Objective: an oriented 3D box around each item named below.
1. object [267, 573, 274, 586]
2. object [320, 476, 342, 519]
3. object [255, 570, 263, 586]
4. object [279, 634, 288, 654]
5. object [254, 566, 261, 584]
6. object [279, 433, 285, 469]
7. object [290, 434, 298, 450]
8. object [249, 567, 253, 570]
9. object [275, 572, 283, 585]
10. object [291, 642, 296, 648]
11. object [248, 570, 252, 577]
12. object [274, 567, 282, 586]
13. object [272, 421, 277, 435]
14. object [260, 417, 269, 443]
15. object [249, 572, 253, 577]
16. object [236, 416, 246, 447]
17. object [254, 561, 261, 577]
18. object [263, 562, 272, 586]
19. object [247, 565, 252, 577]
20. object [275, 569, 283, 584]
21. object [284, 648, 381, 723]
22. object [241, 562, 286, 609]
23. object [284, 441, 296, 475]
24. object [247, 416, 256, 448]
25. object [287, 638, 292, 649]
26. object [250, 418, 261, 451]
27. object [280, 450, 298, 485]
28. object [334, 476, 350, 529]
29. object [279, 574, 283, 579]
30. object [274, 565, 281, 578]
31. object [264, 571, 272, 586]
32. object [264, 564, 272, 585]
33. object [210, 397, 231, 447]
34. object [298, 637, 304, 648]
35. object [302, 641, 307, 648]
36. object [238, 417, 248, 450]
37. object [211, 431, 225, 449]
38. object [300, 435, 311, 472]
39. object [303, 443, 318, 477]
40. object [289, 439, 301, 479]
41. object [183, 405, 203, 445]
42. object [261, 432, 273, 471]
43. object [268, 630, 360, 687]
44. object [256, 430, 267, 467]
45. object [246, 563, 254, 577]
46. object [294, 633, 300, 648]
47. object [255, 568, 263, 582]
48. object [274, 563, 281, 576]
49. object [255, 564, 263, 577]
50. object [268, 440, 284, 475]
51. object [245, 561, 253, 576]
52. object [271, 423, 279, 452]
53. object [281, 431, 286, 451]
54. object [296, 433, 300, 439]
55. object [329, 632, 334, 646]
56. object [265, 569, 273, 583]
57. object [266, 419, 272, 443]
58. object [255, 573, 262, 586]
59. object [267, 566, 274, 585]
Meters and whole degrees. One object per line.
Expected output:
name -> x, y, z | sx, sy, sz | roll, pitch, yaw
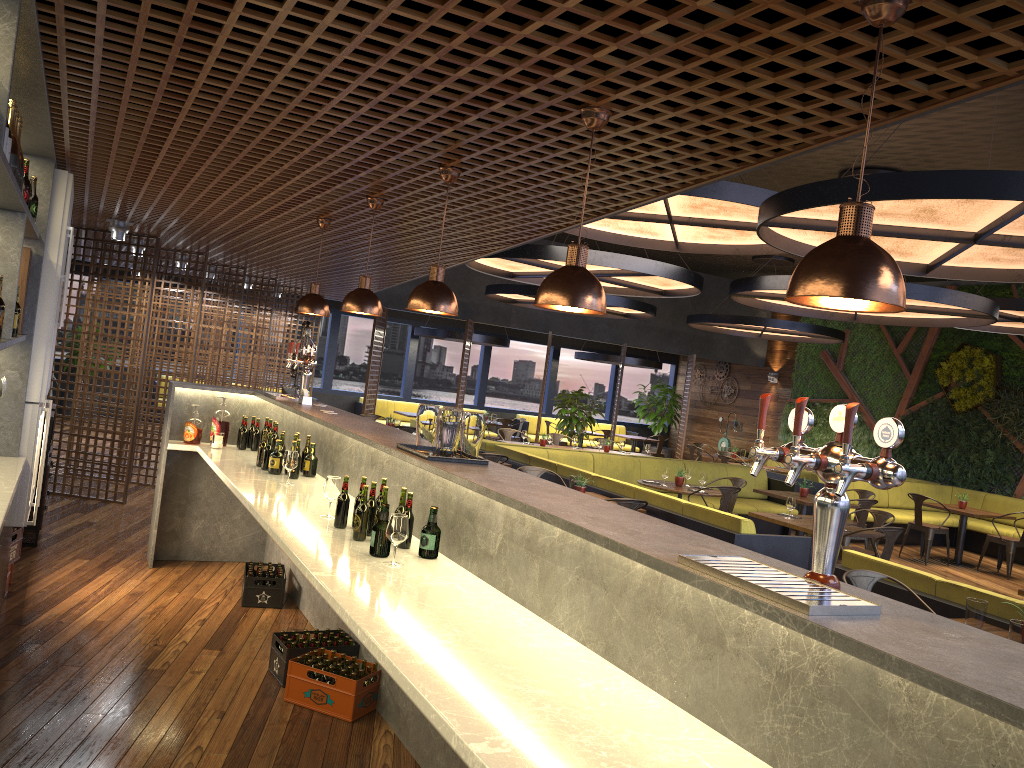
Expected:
object -> -1.659, 1.401, 6.075 | 0.056, 0.205, 0.056 | 7, 1, -19
object -> -0.927, 0.580, 4.557 | 0.097, 0.206, 0.097 | 8, 1, 23
object -> -1.746, 1.389, 6.116 | 0.057, 0.205, 0.056 | 7, 1, -44
object -> -1.245, 1.467, 4.832 | 0.056, 0.205, 0.056 | 7, 1, -29
object -> -1.788, 1.383, 6.242 | 0.057, 0.205, 0.056 | 8, 1, 36
object -> -1.568, 0.459, 5.989 | 0.063, 0.254, 0.063 | 7, 1, 1
object -> -1.487, 0.469, 6.039 | 0.063, 0.254, 0.063 | 7, 1, -24
object -> -1.827, 1.378, 6.159 | 0.056, 0.205, 0.056 | 8, 1, 11
object -> -1.615, 1.406, 6.155 | 0.056, 0.205, 0.057 | 8, 1, 21
object -> -1.174, 1.477, 4.719 | 0.056, 0.205, 0.056 | 8, 1, 31
object -> -1.811, 1.381, 6.098 | 0.056, 0.205, 0.056 | 8, 1, 26
object -> -1.653, 1.400, 6.278 | 0.057, 0.205, 0.056 | 7, 1, -44
object -> -1.847, 0.414, 6.858 | 0.063, 0.254, 0.063 | 7, 1, 1
object -> -1.976, 0.395, 7.107 | 0.063, 0.254, 0.063 | 8, 1, 36
object -> -1.788, 1.384, 6.036 | 0.056, 0.205, 0.056 | 7, 1, -14
object -> -2.128, 0.376, 7.000 | 0.063, 0.254, 0.063 | 7, 1, -34
object -> -1.824, 1.377, 6.368 | 0.057, 0.205, 0.056 | 8, 1, 21
object -> -1.756, 1.385, 6.389 | 0.056, 0.205, 0.056 | 7, 1, -14
object -> -1.848, 1.375, 6.222 | 0.056, 0.205, 0.056 | 8, 1, 36
object -> -1.632, 1.403, 6.217 | 0.056, 0.205, 0.057 | 7, 1, -4
object -> -0.905, 1.534, 4.541 | 0.416, 0.206, 0.277 | 8, 1, 23
object -> -1.743, 1.409, 6.222 | 0.277, 0.206, 0.416 | 7, 1, -17
object -> -1.452, 0.490, 5.880 | 0.088, 0.224, 0.088 | 8, 1, 3
object -> -2.070, 0.383, 7.062 | 0.063, 0.254, 0.063 | 8, 1, 16
object -> -1.207, 1.473, 4.771 | 0.056, 0.205, 0.057 | 8, 1, 6
object -> -1.992, 0.394, 6.912 | 0.063, 0.254, 0.063 | 7, 1, -34
object -> -1.370, 0.513, 5.458 | 0.097, 0.206, 0.097 | 8, 1, 5
object -> -0.820, 0.573, 4.312 | 0.063, 0.254, 0.063 | 7, 1, -29
object -> -1.599, 1.409, 6.090 | 0.057, 0.205, 0.056 | 7, 1, -44
object -> -1.678, 1.396, 6.344 | 0.057, 0.205, 0.056 | 8, 1, 36
object -> -1.684, 1.397, 6.136 | 0.056, 0.205, 0.056 | 7, 1, -44
object -> -1.735, 1.389, 6.326 | 0.056, 0.205, 0.056 | 7, 1, -34
object -> -2.261, 0.292, 6.900 | 0.133, 0.385, 0.133 | 8, 1, 13
object -> -1.153, 1.480, 4.812 | 0.056, 0.205, 0.057 | 7, 1, -19
object -> -1.122, 1.484, 4.757 | 0.056, 0.205, 0.056 | 7, 1, -44
object -> -2.079, 0.383, 6.880 | 0.063, 0.254, 0.063 | 7, 1, -39
object -> -2.243, 0.429, 6.760 | 0.088, 0.123, 0.088 | 7, 1, -21
object -> -1.408, 0.478, 6.079 | 0.063, 0.254, 0.063 | 8, 1, 36
object -> -1.337, 0.504, 5.904 | 0.088, 0.224, 0.088 | 7, 1, -32
object -> -1.392, 0.484, 5.718 | 0.063, 0.254, 0.063 | 7, 1, -39
object -> -2.453, 0.310, 6.847 | 0.133, 0.301, 0.133 | 7, 1, -21
object -> -1.634, 0.450, 5.938 | 0.063, 0.254, 0.063 | 8, 1, 26
object -> -1.092, 1.507, 4.891 | 0.416, 0.206, 0.277 | 7, 1, -32
object -> -1.705, 0.439, 6.071 | 0.063, 0.254, 0.063 | 8, 1, 16
object -> -1.860, 1.373, 6.288 | 0.056, 0.205, 0.056 | 7, 1, -29
object -> -1.190, 1.474, 4.869 | 0.056, 0.205, 0.056 | 8, 1, 41
object -> -1.762, 1.387, 6.177 | 0.056, 0.205, 0.057 | 8, 1, 26
object -> -1.692, 1.394, 6.405 | 0.057, 0.205, 0.056 | 7, 1, -19
object -> -1.799, 1.381, 6.305 | 0.057, 0.205, 0.056 | 7, 1, -4
object -> -1.543, 0.478, 5.815 | 0.088, 0.224, 0.088 | 8, 1, 18
object -> -1.882, 1.369, 6.349 | 0.056, 0.205, 0.056 | 7, 1, -44
object -> -1.805, 0.421, 6.747 | 0.063, 0.254, 0.063 | 8, 1, 36
object -> -1.598, 0.453, 6.135 | 0.063, 0.254, 0.063 | 8, 1, 36
object -> -1.503, 0.465, 6.163 | 0.063, 0.254, 0.063 | 7, 1, -29
object -> -1.022, 1.495, 4.968 | 0.056, 0.205, 0.056 | 8, 1, 31
object -> -1.698, 1.395, 6.197 | 0.056, 0.205, 0.056 | 8, 1, 11
object -> -1.912, 0.404, 6.976 | 0.063, 0.254, 0.063 | 8, 1, 36
object -> -1.731, 1.392, 6.052 | 0.057, 0.205, 0.056 | 7, 1, -14
object -> -1.711, 1.392, 6.268 | 0.056, 0.205, 0.056 | 8, 1, 21
